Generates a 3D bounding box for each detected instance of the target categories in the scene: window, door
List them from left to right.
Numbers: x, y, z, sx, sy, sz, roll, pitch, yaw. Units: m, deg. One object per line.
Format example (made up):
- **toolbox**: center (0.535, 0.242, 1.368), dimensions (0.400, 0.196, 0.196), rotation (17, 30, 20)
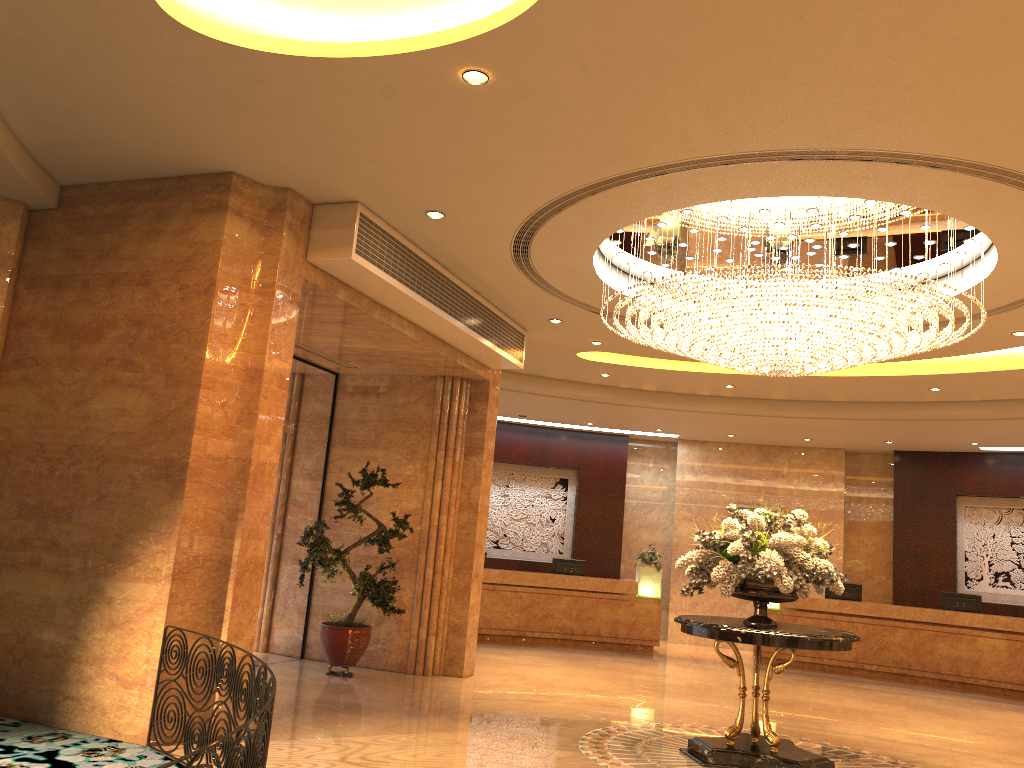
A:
- **door**: center (-3.037, 1.635, 9.415), dimensions (0.195, 2.758, 1.880), rotation (1, -11, 21)
- **window**: center (-3.005, 1.265, 9.482), dimensions (0.047, 3.571, 3.515), rotation (1, -11, 21)

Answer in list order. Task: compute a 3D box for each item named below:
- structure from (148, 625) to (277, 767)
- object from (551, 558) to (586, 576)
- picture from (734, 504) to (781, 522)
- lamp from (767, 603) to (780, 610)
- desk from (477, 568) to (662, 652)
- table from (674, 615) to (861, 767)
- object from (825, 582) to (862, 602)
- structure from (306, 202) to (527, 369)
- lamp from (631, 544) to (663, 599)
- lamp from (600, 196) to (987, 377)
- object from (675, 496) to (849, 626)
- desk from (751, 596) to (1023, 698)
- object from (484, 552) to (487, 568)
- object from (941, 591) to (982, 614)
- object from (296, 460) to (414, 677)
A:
- **structure**: center (-3.321, 1.337, 2.031), dimensions (3.815, 0.995, 7.624), rotation (-4, -13, 39)
- **object**: center (0.838, 3.351, 15.769), dimensions (0.918, 0.500, 0.397), rotation (4, -10, 3)
- **picture**: center (4.767, 2.822, 17.290), dimensions (0.875, 0.890, 0.068), rotation (3, -11, 12)
- **lamp**: center (4.412, 3.396, 15.308), dimensions (0.577, 0.925, 0.542), rotation (1, -11, 23)
- **desk**: center (0.137, 3.831, 15.348), dimensions (5.227, 1.155, 1.570), rotation (8, -11, -14)
- **table**: center (2.065, 2.545, 7.311), dimensions (1.493, 1.089, 1.493), rotation (2, -11, 14)
- **object**: center (5.696, 3.667, 15.250), dimensions (0.430, 0.500, 0.531), rotation (11, -12, -31)
- **structure**: center (-0.748, -0.830, 9.080), dimensions (0.425, 0.483, 4.113), rotation (1, -11, 21)
- **lamp**: center (2.384, 3.263, 15.557), dimensions (0.570, 0.923, 0.580), rotation (2, -11, 18)
- **lamp**: center (2.401, -0.676, 7.889), dimensions (3.204, 1.196, 3.206), rotation (11, -12, -31)
- **object**: center (2.147, 1.529, 7.535), dimensions (1.318, 0.999, 1.277), rotation (13, -13, -37)
- **desk**: center (8.748, 3.845, 11.339), dimensions (3.466, 1.155, 12.951), rotation (12, -13, -34)
- **object**: center (-0.741, 3.140, 15.372), dimensions (0.531, 0.500, 0.430), rotation (3, -11, 13)
- **object**: center (7.304, 3.654, 14.416), dimensions (0.430, 0.500, 0.531), rotation (8, -11, -18)
- **object**: center (-1.757, 2.036, 9.874), dimensions (1.250, 2.363, 0.843), rotation (5, -10, 2)
